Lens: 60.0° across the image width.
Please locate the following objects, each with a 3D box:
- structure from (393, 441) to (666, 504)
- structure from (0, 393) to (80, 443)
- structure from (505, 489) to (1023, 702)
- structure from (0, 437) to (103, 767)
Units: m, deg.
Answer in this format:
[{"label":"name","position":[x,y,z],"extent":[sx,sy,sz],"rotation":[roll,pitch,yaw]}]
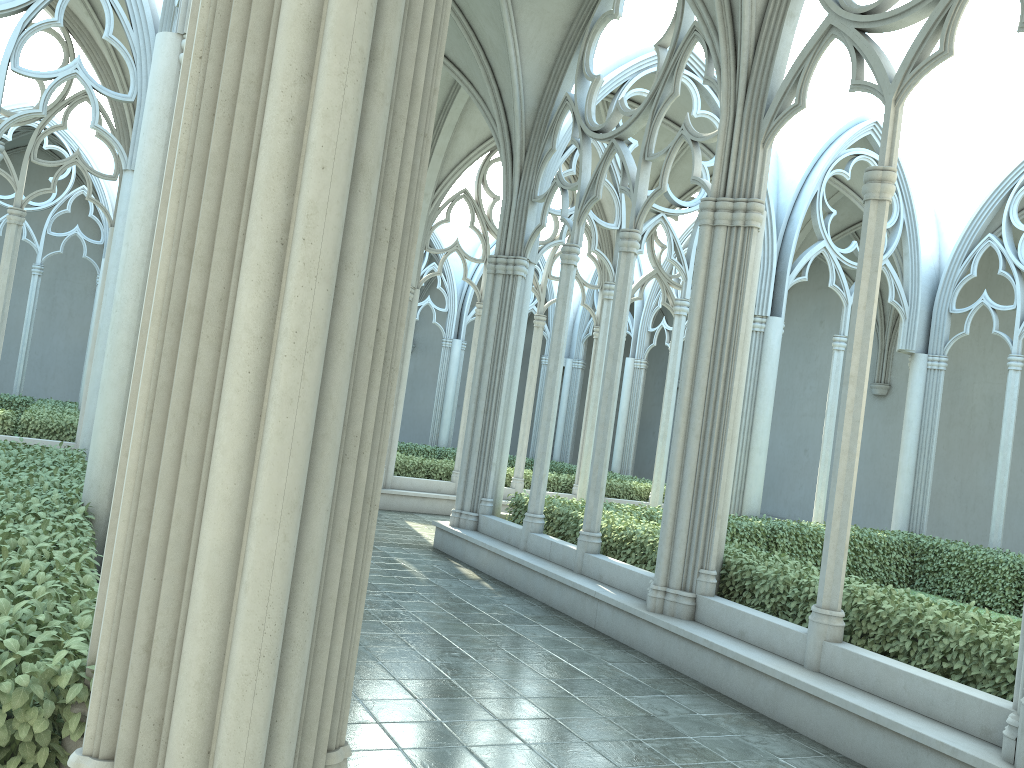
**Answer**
[{"label":"structure","position":[-0.639,2.247,21.883],"extent":[7.995,0.963,8.018],"rotation":[9,-3,-26]},{"label":"structure","position":[-12.249,0.370,16.144],"extent":[7.995,0.963,8.018],"rotation":[9,-3,-26]},{"label":"structure","position":[5.115,2.489,10.156],"extent":[7.995,0.963,8.018],"rotation":[9,-3,-26]},{"label":"structure","position":[-6.486,0.614,4.421],"extent":[7.995,0.963,8.018],"rotation":[9,-3,-26]}]
